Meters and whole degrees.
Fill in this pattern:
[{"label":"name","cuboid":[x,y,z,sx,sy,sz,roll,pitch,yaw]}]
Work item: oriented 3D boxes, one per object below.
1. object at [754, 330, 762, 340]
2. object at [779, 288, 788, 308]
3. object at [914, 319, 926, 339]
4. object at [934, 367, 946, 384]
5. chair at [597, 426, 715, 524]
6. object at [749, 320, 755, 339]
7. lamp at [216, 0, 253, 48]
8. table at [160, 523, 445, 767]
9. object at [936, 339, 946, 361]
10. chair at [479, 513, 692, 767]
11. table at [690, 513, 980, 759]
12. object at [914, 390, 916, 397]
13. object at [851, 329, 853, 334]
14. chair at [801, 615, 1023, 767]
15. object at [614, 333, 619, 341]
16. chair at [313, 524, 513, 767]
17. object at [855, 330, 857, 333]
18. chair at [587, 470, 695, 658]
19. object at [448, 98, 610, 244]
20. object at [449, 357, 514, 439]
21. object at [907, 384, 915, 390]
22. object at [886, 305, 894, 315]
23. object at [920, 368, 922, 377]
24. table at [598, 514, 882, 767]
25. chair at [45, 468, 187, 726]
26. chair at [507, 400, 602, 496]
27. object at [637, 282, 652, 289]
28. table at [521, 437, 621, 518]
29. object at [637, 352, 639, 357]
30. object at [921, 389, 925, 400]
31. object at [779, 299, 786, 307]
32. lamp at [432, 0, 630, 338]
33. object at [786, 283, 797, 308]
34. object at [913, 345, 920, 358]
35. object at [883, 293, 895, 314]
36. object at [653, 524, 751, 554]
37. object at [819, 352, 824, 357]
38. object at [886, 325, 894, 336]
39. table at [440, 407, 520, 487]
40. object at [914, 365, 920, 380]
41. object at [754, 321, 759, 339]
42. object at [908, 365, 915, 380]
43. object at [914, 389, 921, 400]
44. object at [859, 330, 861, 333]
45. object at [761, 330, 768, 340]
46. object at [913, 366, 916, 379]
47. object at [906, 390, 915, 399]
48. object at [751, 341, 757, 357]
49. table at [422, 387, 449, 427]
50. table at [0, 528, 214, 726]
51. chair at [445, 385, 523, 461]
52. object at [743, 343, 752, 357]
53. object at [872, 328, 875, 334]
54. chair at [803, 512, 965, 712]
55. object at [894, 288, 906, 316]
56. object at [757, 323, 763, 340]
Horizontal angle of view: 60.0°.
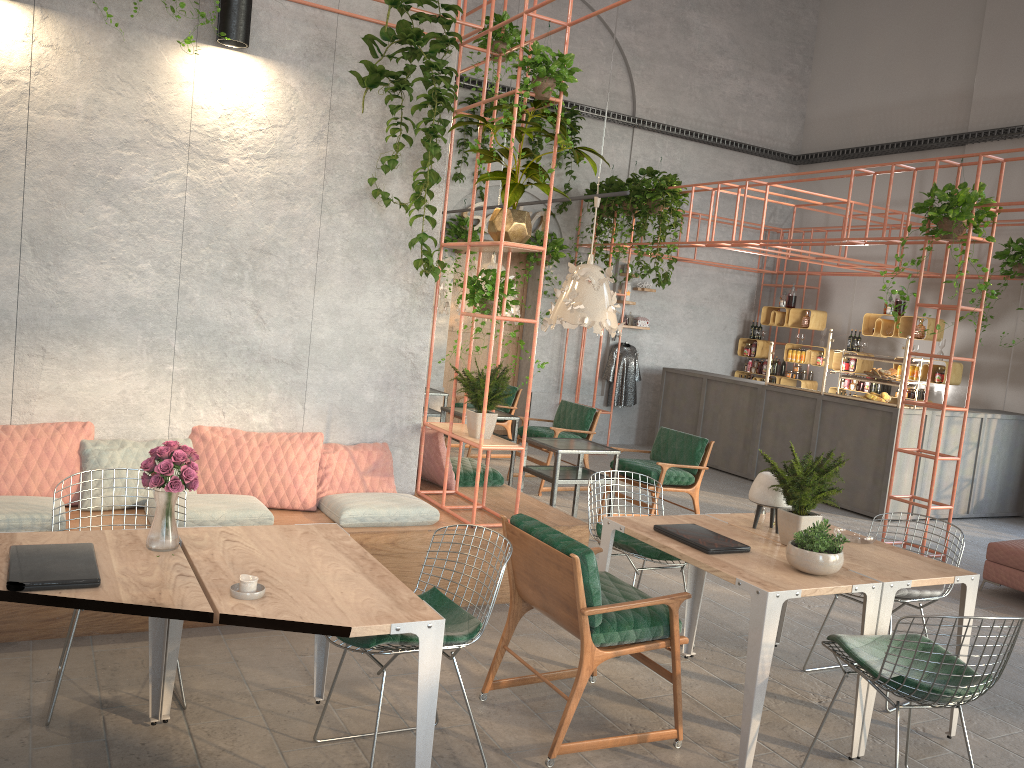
[{"label":"object","cuboid":[3.829,-0.768,13.837,0.115,0.147,0.115,7,5,16]},{"label":"object","cuboid":[4.175,-1.315,13.592,0.134,0.301,0.134,2,6,-40]},{"label":"object","cuboid":[5.249,-0.706,11.400,0.137,0.261,0.137,7,5,7]},{"label":"object","cuboid":[5.340,-0.110,11.028,0.131,0.207,0.131,7,5,16]},{"label":"chair","cuboid":[1.286,0.881,7.931,0.685,0.929,0.722,3,6,-29]},{"label":"object","cuboid":[3.773,-0.853,13.917,0.066,0.291,0.066,9,6,31]},{"label":"lamp","cuboid":[-1.550,-2.688,5.102,0.179,1.425,0.185,3,6,-29]},{"label":"table","cuboid":[-0.846,1.093,3.317,0.694,0.830,1.214,3,6,-29]},{"label":"object","cuboid":[5.407,-0.433,11.175,0.075,0.273,0.075,2,6,-40]},{"label":"chair","cuboid":[0.339,1.111,4.069,0.685,0.917,0.722,3,6,-29]},{"label":"table","cuboid":[1.628,1.235,4.670,0.694,0.830,1.214,3,6,-29]},{"label":"object","cuboid":[5.212,0.136,11.443,0.115,0.107,0.115,4,5,-23]},{"label":"object","cuboid":[4.676,-0.612,12.240,0.066,0.291,0.066,9,6,31]},{"label":"chair","cuboid":[1.630,1.281,3.631,0.565,0.941,0.717,5,5,-12]},{"label":"object","cuboid":[1.544,-0.692,13.055,0.093,0.121,0.049,4,6,-26]},{"label":"chair","cuboid":[-0.410,1.071,3.571,0.717,0.941,0.565,3,6,-32]},{"label":"object","cuboid":[4.744,-0.608,12.278,0.066,0.291,0.066,4,5,-22]},{"label":"chair","cuboid":[0.749,1.047,5.249,0.565,0.941,0.717,3,6,-27]},{"label":"object","cuboid":[0.094,-1.348,5.578,0.934,0.947,0.903,8,5,23]},{"label":"object","cuboid":[-0.189,0.091,5.728,0.438,0.527,0.368,3,6,-29]},{"label":"object","cuboid":[5.142,0.021,11.461,0.115,0.107,0.115,9,6,27]},{"label":"object","cuboid":[4.988,-0.974,11.697,0.088,0.123,0.088,9,6,27]},{"label":"object","cuboid":[5.247,-0.146,11.429,0.069,0.191,0.069,9,6,33]},{"label":"table","cuboid":[1.019,1.201,4.332,0.694,0.830,1.205,3,6,-29]},{"label":"chair","cuboid":[-1.724,0.905,3.897,0.565,0.941,0.717,3,6,-27]},{"label":"chair","cuboid":[0.453,0.659,9.478,0.685,0.930,0.722,3,6,-29]},{"label":"object","cuboid":[1.955,-1.464,13.114,0.263,0.101,0.013,3,6,-29]},{"label":"table","cuboid":[0.459,0.900,7.498,0.635,0.798,0.602,3,6,-29]},{"label":"object","cuboid":[1.880,-0.421,13.283,0.033,0.146,0.070,9,6,32]},{"label":"object","cuboid":[5.316,0.137,11.415,0.073,0.131,0.073,2,6,-36]},{"label":"object","cuboid":[4.085,-1.215,13.374,0.088,0.123,0.088,9,6,27]},{"label":"lamp","cuboid":[-0.050,-2.630,8.779,0.704,4.052,4.456,3,6,-29]},{"label":"object","cuboid":[4.238,-1.335,13.404,0.134,0.386,0.134,6,5,5]},{"label":"object","cuboid":[5.169,-0.416,11.349,0.083,0.159,0.083,7,5,16]},{"label":"object","cuboid":[5.078,-1.074,11.915,0.134,0.301,0.134,2,6,-40]},{"label":"object","cuboid":[0.925,0.756,4.347,0.268,0.031,0.427,3,6,-29]},{"label":"object","cuboid":[4.437,-0.351,12.705,0.131,0.207,0.131,7,5,16]},{"label":"object","cuboid":[5.010,-0.698,11.707,0.123,0.142,0.141,3,6,-29]},{"label":"table","cuboid":[-0.366,0.679,9.031,0.635,0.798,0.602,3,6,-29]},{"label":"object","cuboid":[5.156,-0.142,11.277,0.069,0.191,0.069,5,5,-12]},{"label":"object","cuboid":[3.841,-0.849,13.955,0.066,0.291,0.066,4,5,-22]},{"label":"object","cuboid":[5.114,-0.154,11.356,0.069,0.191,0.069,7,5,7]},{"label":"object","cuboid":[5.193,0.130,11.341,0.073,0.131,0.073,2,6,-36]},{"label":"object","cuboid":[4.816,-0.604,12.315,0.066,0.291,0.066,7,5,11]},{"label":"object","cuboid":[3.944,-0.761,13.900,0.115,0.147,0.115,7,5,16]},{"label":"object","cuboid":[5.209,-0.156,11.499,0.069,0.191,0.069,7,5,10]},{"label":"object","cuboid":[5.103,0.129,11.384,0.115,0.107,0.115,9,6,28]},{"label":"object","cuboid":[3.795,-0.544,13.843,0.072,0.248,0.094,3,6,-29]},{"label":"table","cuboid":[-1.192,0.459,10.564,0.635,0.798,0.602,3,6,-29]},{"label":"table","cuboid":[-1.455,1.058,2.980,0.694,0.830,1.205,3,6,-29]},{"label":"chair","cuboid":[-0.362,0.441,10.992,0.685,0.930,0.722,3,6,-29]},{"label":"object","cuboid":[3.729,-0.537,13.988,0.131,0.207,0.131,7,5,16]},{"label":"object","cuboid":[4.935,-0.735,11.996,0.097,0.148,0.097,3,6,-32]},{"label":"chair","cuboid":[2.064,1.214,4.923,0.717,0.941,0.565,3,6,-32]},{"label":"object","cuboid":[5.141,-1.093,11.727,0.134,0.386,0.134,2,6,-40]},{"label":"object","cuboid":[3.913,-0.845,13.992,0.066,0.291,0.066,7,5,11]}]
